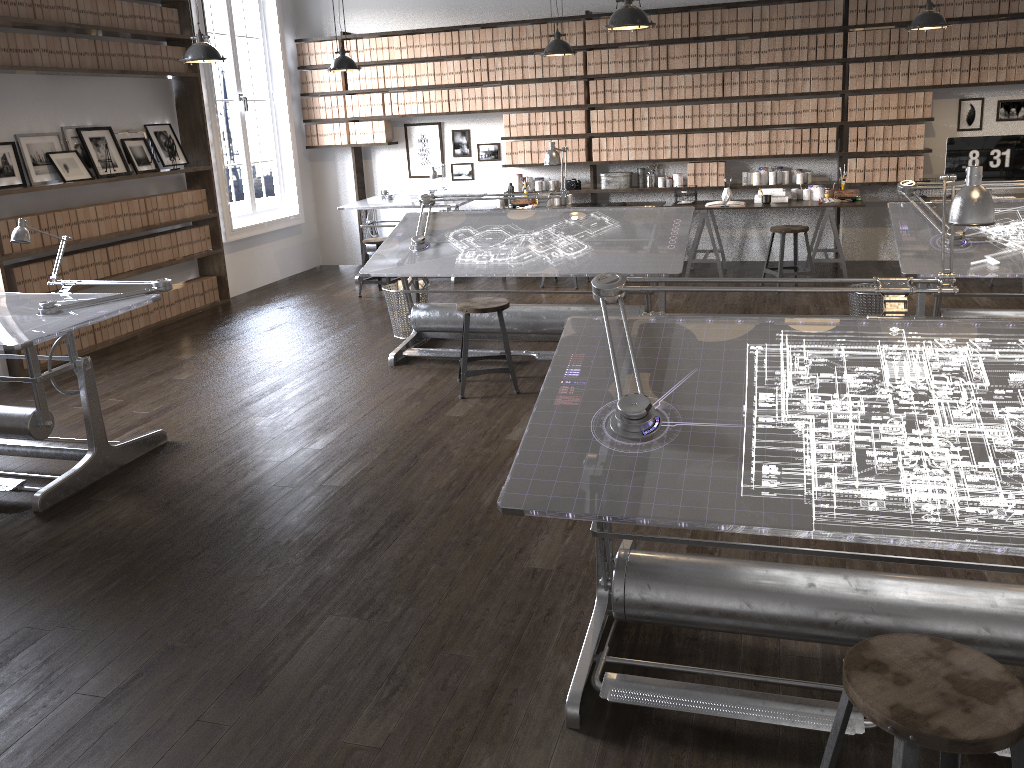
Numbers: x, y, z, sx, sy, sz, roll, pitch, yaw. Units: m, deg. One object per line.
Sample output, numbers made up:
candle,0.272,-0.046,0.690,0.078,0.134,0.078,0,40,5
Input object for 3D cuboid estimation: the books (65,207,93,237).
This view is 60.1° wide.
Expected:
books,-3.288,-1.222,6.719,0.174,0.223,0.067,2,15,17

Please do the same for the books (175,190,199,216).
books,-2.914,-1.619,7.946,0.174,0.223,0.067,2,15,17

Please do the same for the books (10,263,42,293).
books,-3.434,-0.740,6.258,0.174,0.223,0.067,2,15,17

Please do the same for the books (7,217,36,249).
books,-3.446,-1.054,6.199,0.174,0.223,0.067,2,15,17

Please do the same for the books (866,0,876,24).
books,3.153,-3.277,7.789,0.067,0.223,0.177,1,16,17

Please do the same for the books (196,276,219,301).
books,-2.836,-0.888,8.260,0.174,0.223,0.067,2,15,17

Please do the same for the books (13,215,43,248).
books,-3.430,-1.074,6.260,0.174,0.223,0.067,2,15,17

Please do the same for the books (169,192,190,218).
books,-2.951,-1.578,7.819,0.174,0.223,0.067,2,15,17

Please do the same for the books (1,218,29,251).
books,-3.459,-1.035,6.139,0.174,0.223,0.068,2,15,17

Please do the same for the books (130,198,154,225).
books,-3.086,-1.433,7.369,0.174,0.223,0.068,2,15,17

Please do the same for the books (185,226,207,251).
books,-2.886,-1.324,8.067,0.174,0.223,0.067,2,15,17

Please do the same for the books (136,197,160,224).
books,-3.070,-1.455,7.440,0.174,0.223,0.067,2,15,17

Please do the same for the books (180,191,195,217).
books,-2.930,-1.598,7.880,0.174,0.223,0.068,2,15,17

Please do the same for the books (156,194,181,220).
books,-2.985,-1.539,7.698,0.174,0.223,0.068,2,15,17

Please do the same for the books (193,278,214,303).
books,-2.860,-0.866,8.191,0.174,0.223,0.067,2,15,17

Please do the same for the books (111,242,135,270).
books,-3.158,-1.033,7.165,0.174,0.223,0.067,2,15,17

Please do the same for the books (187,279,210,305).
books,-2.875,-0.843,8.121,0.174,0.223,0.068,2,15,17

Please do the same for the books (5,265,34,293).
books,-3.451,-0.719,6.190,0.174,0.223,0.067,2,15,17

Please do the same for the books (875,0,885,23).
books,3.219,-3.273,7.765,0.067,0.223,0.176,1,16,17

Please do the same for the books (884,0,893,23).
books,3.288,-3.272,7.748,0.067,0.223,0.176,1,16,17

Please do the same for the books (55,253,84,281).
books,-3.315,-0.863,6.639,0.174,0.223,0.068,2,15,17

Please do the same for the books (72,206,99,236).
books,-3.268,-1.241,6.777,0.174,0.223,0.067,2,15,17

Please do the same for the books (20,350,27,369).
books,-3.471,-0.219,6.188,0.174,0.223,0.067,2,15,17

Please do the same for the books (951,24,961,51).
books,3.822,-2.986,7.658,0.067,0.223,0.177,1,16,17

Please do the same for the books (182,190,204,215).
books,-2.896,-1.640,8.011,0.174,0.223,0.067,2,15,17

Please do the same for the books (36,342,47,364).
books,-3.426,-0.261,6.316,0.174,0.223,0.068,2,15,17

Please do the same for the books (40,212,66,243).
books,-3.363,-1.140,6.463,0.174,0.223,0.067,2,15,17

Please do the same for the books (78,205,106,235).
books,-3.246,-1.263,6.844,0.174,0.223,0.068,2,15,17

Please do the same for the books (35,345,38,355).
books,-3.449,-0.240,6.252,0.174,0.223,0.067,2,15,17

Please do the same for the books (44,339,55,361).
books,-3.407,-0.282,6.384,0.174,0.223,0.067,2,15,17

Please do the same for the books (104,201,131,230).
books,-3.165,-1.347,7.105,0.174,0.223,0.067,2,15,17

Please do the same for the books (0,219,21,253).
books,-3.480,-1.014,6.072,0.174,0.223,0.067,2,15,17

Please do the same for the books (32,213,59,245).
books,-3.387,-1.119,6.398,0.174,0.223,0.067,2,15,17

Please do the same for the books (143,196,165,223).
books,-3.045,-1.476,7.505,0.174,0.223,0.067,2,15,17

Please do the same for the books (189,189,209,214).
books,-2.871,-1.659,8.070,0.174,0.223,0.068,2,15,17

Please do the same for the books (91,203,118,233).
books,-3.212,-1.305,6.975,0.174,0.223,0.067,2,15,17

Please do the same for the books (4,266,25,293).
books,-3.472,-0.697,6.123,0.174,0.223,0.068,2,15,17

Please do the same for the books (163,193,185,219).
books,-2.970,-1.559,7.761,0.174,0.223,0.067,2,15,17

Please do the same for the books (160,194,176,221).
books,-3.009,-1.519,7.637,0.174,0.223,0.067,2,15,17

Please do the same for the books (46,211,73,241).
books,-3.347,-1.161,6.530,0.174,0.223,0.067,2,15,17

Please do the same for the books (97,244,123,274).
books,-3.200,-0.992,7.038,0.174,0.223,0.067,2,15,17

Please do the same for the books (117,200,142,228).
books,-3.131,-1.388,7.231,0.174,0.223,0.067,2,15,17

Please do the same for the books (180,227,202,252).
books,-2.906,-1.303,8.001,0.174,0.223,0.067,2,15,17

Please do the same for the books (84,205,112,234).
books,-3.230,-1.284,6.910,0.174,0.223,0.067,2,15,17

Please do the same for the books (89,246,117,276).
books,-3.215,-0.970,6.968,0.174,0.223,0.068,2,15,17

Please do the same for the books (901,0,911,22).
books,3.419,-3.265,7.703,0.067,0.223,0.177,1,16,17

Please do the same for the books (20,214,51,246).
books,-3.403,-1.096,6.327,0.174,0.223,0.068,2,15,17

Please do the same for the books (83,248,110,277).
books,-3.242,-0.947,6.900,0.174,0.223,0.067,2,15,17

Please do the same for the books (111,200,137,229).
books,-3.145,-1.369,7.172,0.174,0.223,0.068,2,15,17

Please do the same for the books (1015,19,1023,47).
books,4.292,-2.969,7.519,0.067,0.223,0.177,1,16,17

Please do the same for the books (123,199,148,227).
books,-3.112,-1.411,7.302,0.174,0.223,0.067,2,15,17

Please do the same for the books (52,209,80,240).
books,-3.327,-1.182,6.595,0.174,0.223,0.067,2,15,17

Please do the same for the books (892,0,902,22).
books,3.356,-3.269,7.728,0.067,0.223,0.177,1,16,17

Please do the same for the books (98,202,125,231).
books,-3.189,-1.326,7.039,0.174,0.223,0.067,2,15,17

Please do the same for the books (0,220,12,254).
books,-3.504,-0.992,6.006,0.174,0.223,0.067,2,15,17

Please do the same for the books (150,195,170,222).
books,-3.029,-1.498,7.572,0.174,0.223,0.067,2,15,17

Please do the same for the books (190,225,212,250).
books,-2.862,-1.345,8.131,0.174,0.223,0.067,2,15,17

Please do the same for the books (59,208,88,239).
books,-3.302,-1.202,6.656,0.174,0.223,0.068,2,15,17
